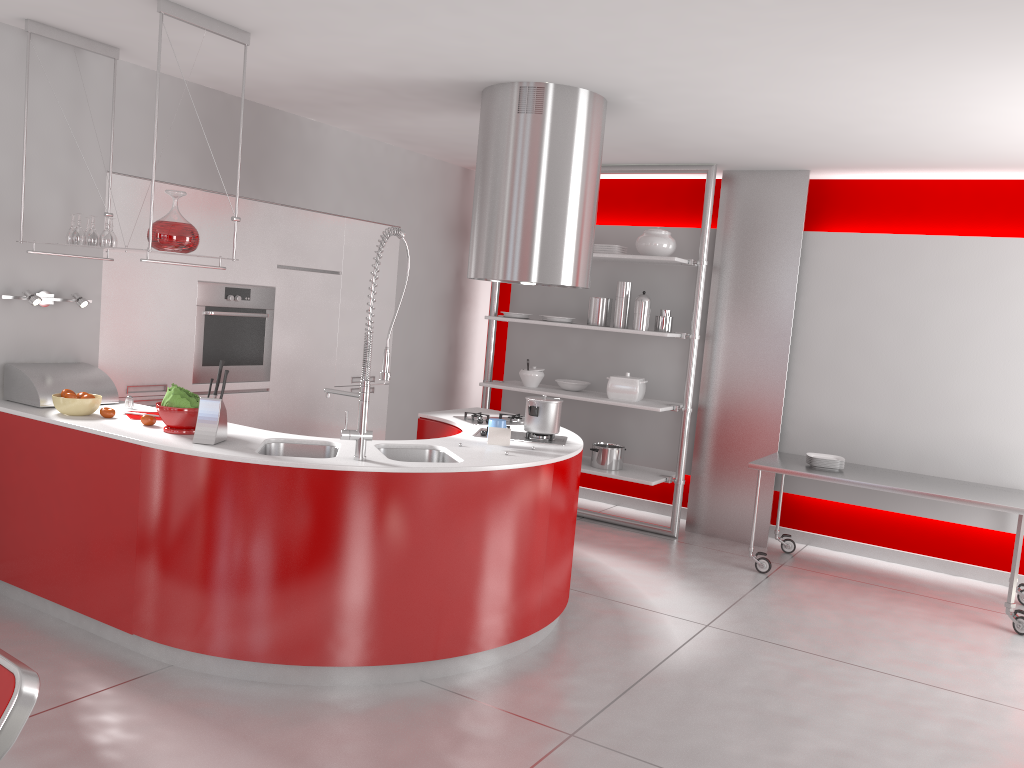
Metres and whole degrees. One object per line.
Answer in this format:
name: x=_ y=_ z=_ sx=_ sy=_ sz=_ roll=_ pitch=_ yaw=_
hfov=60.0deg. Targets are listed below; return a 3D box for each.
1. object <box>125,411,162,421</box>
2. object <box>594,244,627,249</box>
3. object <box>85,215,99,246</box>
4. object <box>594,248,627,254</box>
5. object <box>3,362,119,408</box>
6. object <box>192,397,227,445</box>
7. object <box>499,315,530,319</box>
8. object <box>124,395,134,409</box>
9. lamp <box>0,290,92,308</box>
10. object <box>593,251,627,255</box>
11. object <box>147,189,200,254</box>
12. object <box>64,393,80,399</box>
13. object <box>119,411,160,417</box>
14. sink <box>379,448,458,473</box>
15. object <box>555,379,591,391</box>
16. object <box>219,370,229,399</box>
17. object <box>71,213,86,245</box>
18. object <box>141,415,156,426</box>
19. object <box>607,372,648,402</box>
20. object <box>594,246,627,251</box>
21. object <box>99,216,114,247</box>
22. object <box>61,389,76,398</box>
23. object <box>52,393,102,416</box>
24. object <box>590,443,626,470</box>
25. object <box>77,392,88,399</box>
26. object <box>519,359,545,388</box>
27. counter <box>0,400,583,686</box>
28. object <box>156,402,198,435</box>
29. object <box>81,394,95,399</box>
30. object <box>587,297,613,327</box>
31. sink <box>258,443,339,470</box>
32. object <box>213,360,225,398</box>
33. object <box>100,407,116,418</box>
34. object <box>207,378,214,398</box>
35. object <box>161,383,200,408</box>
object: x=-1.681 y=0.146 z=4.084 sx=0.168 sy=0.006 sz=0.266 roll=2 pitch=6 yaw=-32
object: x=0.715 y=-0.988 z=6.439 sx=0.200 sy=0.030 sz=0.200 roll=8 pitch=6 yaw=31
object: x=-1.894 y=-0.688 z=4.006 sx=0.060 sy=0.141 sz=0.060 roll=8 pitch=6 yaw=31
object: x=0.712 y=-0.957 z=6.442 sx=0.200 sy=0.030 sz=0.200 roll=8 pitch=6 yaw=31
object: x=-2.167 y=-0.001 z=4.280 sx=0.300 sy=0.170 sz=0.400 roll=8 pitch=6 yaw=31
object: x=-1.213 y=0.143 z=3.573 sx=0.091 sy=0.178 sz=0.137 roll=5 pitch=5 yaw=4
object: x=0.033 y=-0.506 z=6.754 sx=0.280 sy=0.015 sz=0.280 roll=3 pitch=6 yaw=-22
object: x=-1.837 y=0.087 z=4.257 sx=0.043 sy=0.066 sz=0.042 roll=10 pitch=7 yaw=44
lamp: x=-2.214 y=-0.406 z=4.274 sx=0.155 sy=0.081 sz=0.454 roll=8 pitch=6 yaw=31
object: x=0.711 y=-0.941 z=6.444 sx=0.200 sy=0.030 sz=0.200 roll=8 pitch=6 yaw=31
object: x=-1.452 y=-0.696 z=3.813 sx=0.213 sy=0.266 sz=0.213 roll=2 pitch=6 yaw=-31
object: x=-1.962 y=0.064 z=3.958 sx=0.065 sy=0.052 sz=0.062 roll=6 pitch=5 yaw=15
object: x=-1.625 y=0.146 z=4.071 sx=0.375 sy=0.008 sz=0.041 roll=6 pitch=5 yaw=8
sink: x=-0.406 y=0.395 z=3.753 sx=0.326 sy=0.172 sz=0.428 roll=3 pitch=5 yaw=-20
object: x=0.459 y=0.016 z=6.741 sx=0.272 sy=0.072 sz=0.272 roll=4 pitch=5 yaw=-5
object: x=-1.178 y=0.084 z=3.584 sx=0.012 sy=0.279 sz=0.130 roll=5 pitch=5 yaw=2
object: x=-1.915 y=-0.682 z=3.923 sx=0.060 sy=0.141 sz=0.060 roll=6 pitch=5 yaw=8
object: x=-1.573 y=0.156 z=3.839 sx=0.064 sy=0.048 sz=0.063 roll=6 pitch=5 yaw=9
object: x=0.829 y=0.015 z=6.412 sx=0.282 sy=0.197 sz=0.235 roll=7 pitch=5 yaw=21
object: x=0.714 y=-0.972 z=6.441 sx=0.200 sy=0.030 sz=0.200 roll=8 pitch=6 yaw=31
object: x=-1.808 y=-0.676 z=3.956 sx=0.060 sy=0.141 sz=0.060 roll=8 pitch=6 yaw=31
object: x=-2.002 y=0.053 z=4.003 sx=0.055 sy=0.058 sz=0.066 roll=6 pitch=5 yaw=16
object: x=-1.948 y=0.095 z=3.970 sx=0.201 sy=0.086 sz=0.201 roll=8 pitch=6 yaw=32
object: x=0.698 y=0.528 z=6.476 sx=0.240 sy=0.161 sz=0.259 roll=6 pitch=5 yaw=14
object: x=-1.942 y=0.061 z=4.017 sx=0.066 sy=0.049 sz=0.062 roll=8 pitch=6 yaw=28
object: x=0.151 y=-0.084 z=6.751 sx=0.192 sy=0.214 sz=0.192 roll=7 pitch=5 yaw=17
counter: x=-0.971 y=0.642 z=4.213 sx=2.865 sy=0.880 sz=1.868 roll=3 pitch=6 yaw=-25
object: x=-1.388 y=0.145 z=3.754 sx=0.229 sy=0.118 sz=0.228 roll=5 pitch=5 yaw=2
object: x=-1.898 y=0.069 z=3.968 sx=0.066 sy=0.049 sz=0.062 roll=9 pitch=7 yaw=39
object: x=0.633 y=-0.525 z=6.454 sx=0.184 sy=0.205 sz=0.172 roll=9 pitch=6 yaw=36
sink: x=-0.877 y=0.365 z=3.634 sx=0.326 sy=0.172 sz=0.428 roll=4 pitch=5 yaw=-8
object: x=-1.203 y=0.065 z=3.593 sx=0.014 sy=0.322 sz=0.150 roll=5 pitch=5 yaw=2
object: x=-1.802 y=0.129 z=3.952 sx=0.065 sy=0.047 sz=0.063 roll=8 pitch=6 yaw=30
object: x=-1.232 y=0.077 z=3.587 sx=0.009 sy=0.197 sz=0.091 roll=5 pitch=5 yaw=2
object: x=-1.374 y=0.093 z=3.745 sx=0.198 sy=0.182 sz=0.193 roll=9 pitch=6 yaw=36
